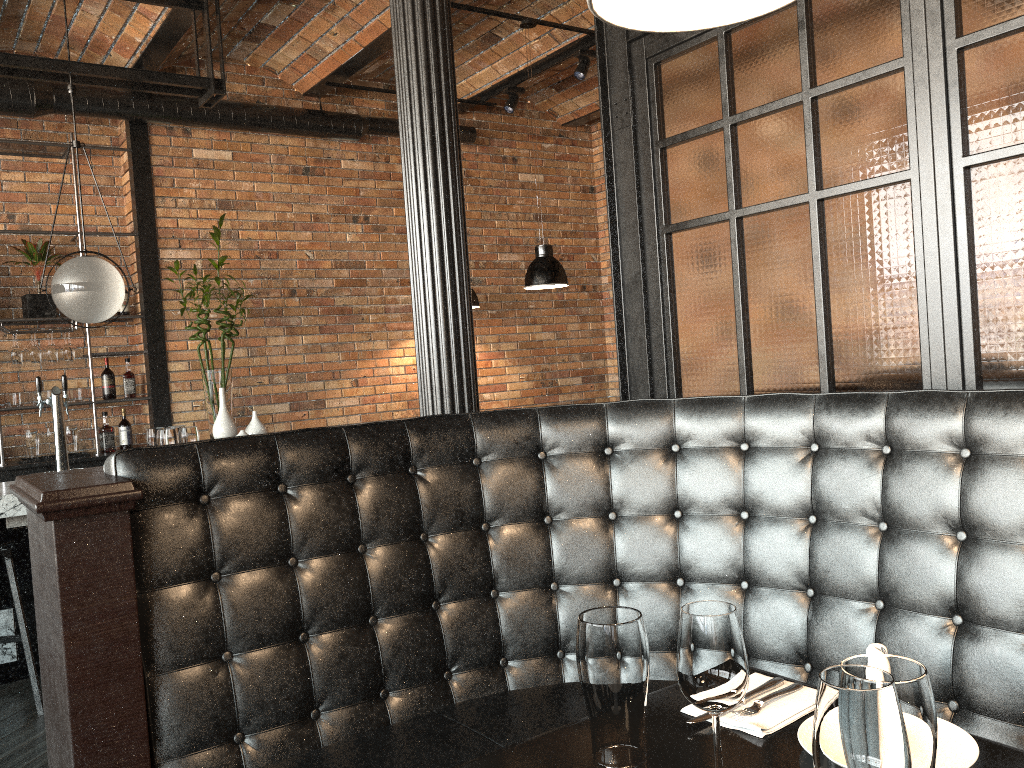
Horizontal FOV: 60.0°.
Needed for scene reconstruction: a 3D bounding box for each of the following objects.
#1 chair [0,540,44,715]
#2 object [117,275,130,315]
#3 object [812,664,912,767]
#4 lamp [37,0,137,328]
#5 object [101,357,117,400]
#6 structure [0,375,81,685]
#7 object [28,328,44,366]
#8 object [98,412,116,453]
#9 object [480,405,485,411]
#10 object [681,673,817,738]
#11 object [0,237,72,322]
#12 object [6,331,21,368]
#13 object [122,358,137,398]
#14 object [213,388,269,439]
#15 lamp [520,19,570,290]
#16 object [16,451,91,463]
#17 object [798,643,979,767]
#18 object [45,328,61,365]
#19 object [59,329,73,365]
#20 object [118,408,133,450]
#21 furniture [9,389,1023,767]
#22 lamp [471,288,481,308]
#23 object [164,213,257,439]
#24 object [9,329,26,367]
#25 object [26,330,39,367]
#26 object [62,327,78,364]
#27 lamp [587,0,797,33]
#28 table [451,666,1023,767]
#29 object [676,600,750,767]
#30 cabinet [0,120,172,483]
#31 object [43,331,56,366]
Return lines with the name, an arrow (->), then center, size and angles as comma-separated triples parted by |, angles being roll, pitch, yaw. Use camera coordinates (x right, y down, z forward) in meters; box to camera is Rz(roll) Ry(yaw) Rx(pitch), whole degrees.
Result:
chair -> -2.281, 1.035, 3.757 | 0.475, 0.737, 0.414 | -5, 2, -30
object -> -2.759, -0.619, 6.277 | 0.086, 0.298, 0.086 | -4, 2, 19
object -> 0.352, 0.414, 0.888 | 0.092, 0.244, 0.092 | -3, 2, 38
lamp -> -2.191, -1.158, 4.468 | 0.340, 1.754, 0.340 | -4, 2, 11
object -> -2.821, -0.040, 6.193 | 0.086, 0.299, 0.086 | -4, 2, 14
structure -> -3.526, 0.764, 4.249 | 5.346, 1.430, 1.930 | -5, 2, -35
object -> -3.144, -0.242, 5.858 | 0.092, 0.244, 0.092 | -4, 2, 5
object -> -2.826, 0.334, 6.177 | 0.083, 0.282, 0.083 | -3, 2, 40
object -> -0.244, 0.291, 6.958 | 0.092, 0.244, 0.092 | -5, 2, -29
object -> 0.381, 0.511, 1.417 | 0.255, 0.019, 0.157 | -5, 2, -39
object -> -3.156, -0.710, 5.929 | 0.398, 0.560, 0.374 | -3, 2, 28
object -> -3.328, -0.231, 5.931 | 0.092, 0.244, 0.092 | -4, 2, 5
object -> -2.707, -0.041, 6.267 | 0.083, 0.282, 0.083 | -5, 2, -25
object -> -1.791, 0.216, 5.780 | 0.316, 0.397, 0.319 | -4, 2, 14
lamp -> 0.157, -1.430, 5.534 | 0.291, 1.653, 0.291 | -4, 2, 10
object -> -3.066, 0.491, 5.941 | 0.437, 0.019, 0.273 | -5, 2, -35
object -> 0.516, 0.451, 1.234 | 0.232, 0.139, 0.232 | -4, 2, 13
object -> -3.063, -0.249, 5.914 | 0.092, 0.244, 0.092 | -4, 2, 5
object -> -3.072, -0.254, 6.109 | 0.092, 0.244, 0.092 | -4, 2, 5
object -> -2.731, 0.318, 6.259 | 0.086, 0.298, 0.086 | -4, 2, 14
furniture -> 1.230, 0.639, 0.400 | 1.979, 1.212, 5.451 | -5, 2, -35
lamp -> -0.455, -1.428, 7.054 | 0.291, 1.653, 0.291 | -3, 2, 30
object -> -2.024, -0.355, 6.075 | 0.584, 1.546, 0.673 | -4, 2, 4
object -> -3.235, -0.234, 5.795 | 0.092, 0.244, 0.092 | -4, 2, 5
object -> -3.238, -0.239, 5.993 | 0.092, 0.244, 0.092 | -4, 2, 5
object -> -2.978, -0.257, 5.973 | 0.092, 0.244, 0.092 | -4, 2, 5
lamp -> 0.180, -1.310, 1.071 | 0.291, 1.653, 0.291 | -4, 2, 10
table -> 0.343, 0.911, 1.106 | 0.872, 0.758, 0.872 | -5, 2, -35
object -> 0.264, 0.413, 1.155 | 0.092, 0.244, 0.092 | -5, 2, -18
cabinet -> -5.371, -0.224, 4.378 | 7.075, 3.779, 0.564 | -5, 2, -35
object -> -3.157, -0.246, 6.050 | 0.092, 0.244, 0.092 | -4, 2, 5
